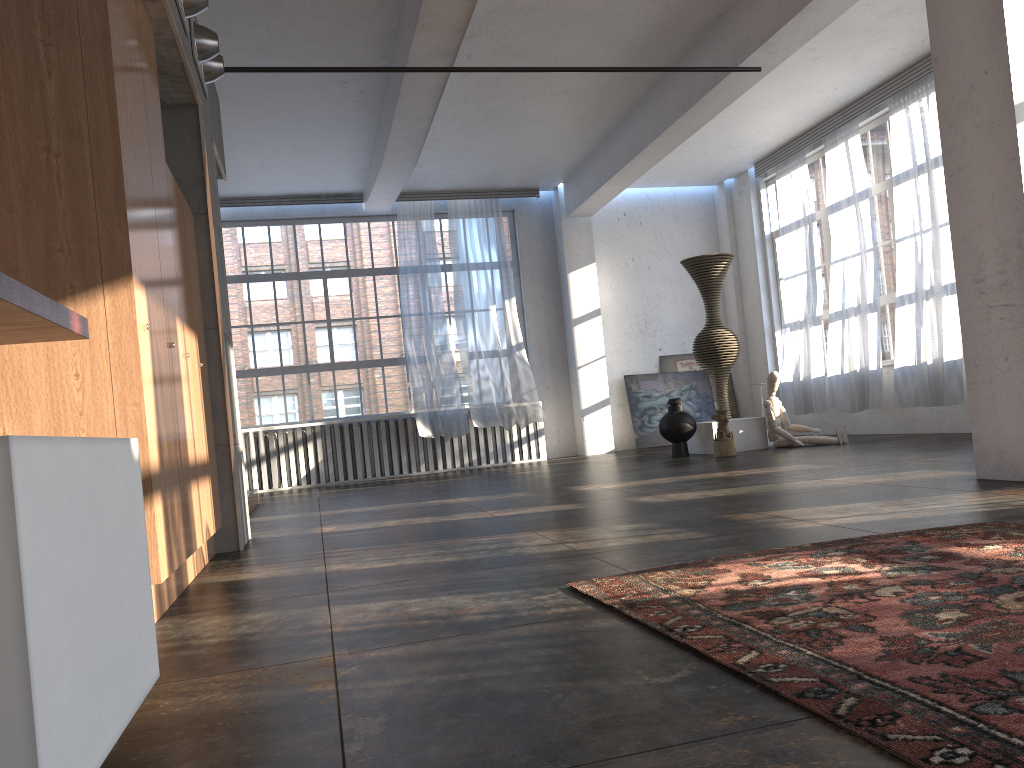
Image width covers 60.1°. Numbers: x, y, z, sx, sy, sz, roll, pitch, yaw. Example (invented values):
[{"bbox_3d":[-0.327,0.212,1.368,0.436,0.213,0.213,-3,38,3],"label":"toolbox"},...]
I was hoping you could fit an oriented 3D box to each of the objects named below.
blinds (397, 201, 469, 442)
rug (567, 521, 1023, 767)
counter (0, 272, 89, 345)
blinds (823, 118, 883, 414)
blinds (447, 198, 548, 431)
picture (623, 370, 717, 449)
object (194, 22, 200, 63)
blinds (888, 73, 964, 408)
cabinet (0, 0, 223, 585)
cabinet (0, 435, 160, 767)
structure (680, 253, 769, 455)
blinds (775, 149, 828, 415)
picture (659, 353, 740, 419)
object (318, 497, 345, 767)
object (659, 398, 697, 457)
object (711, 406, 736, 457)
[{"bbox_3d":[-1.162,-0.957,12.275,0.699,3.557,0.868,-5,-1,-15],"label":"blinds"},{"bbox_3d":[1.409,0.544,2.008,1.873,0.029,2.858,-5,-2,-14],"label":"rug"},{"bbox_3d":[-4.090,0.579,0.718,6.722,0.971,1.131,-5,-2,-15],"label":"counter"},{"bbox_3d":[4.126,-1.499,10.844,0.318,3.711,1.015,-5,-1,-14],"label":"blinds"},{"bbox_3d":[-0.257,-1.080,12.377,1.067,3.499,0.990,-5,-1,-14],"label":"blinds"},{"bbox_3d":[2.448,0.368,13.458,1.447,1.141,0.301,-5,-1,-17],"label":"picture"},{"bbox_3d":[-4.027,-0.005,3.096,0.146,0.209,0.059,-5,-1,-15],"label":"object"},{"bbox_3d":[4.409,-1.581,9.549,0.364,3.673,1.022,-5,-1,-14],"label":"blinds"},{"bbox_3d":[-5.573,-0.136,3.263,8.187,2.561,2.357,-5,-2,-15],"label":"cabinet"},{"bbox_3d":[-3.490,0.554,0.866,5.704,0.930,0.913,-5,-2,-15],"label":"cabinet"},{"bbox_3d":[2.456,-0.340,10.567,0.683,2.325,0.743,-5,-1,-14],"label":"structure"},{"bbox_3d":[3.854,-1.433,11.991,0.343,3.696,1.024,-5,-1,-16],"label":"blinds"},{"bbox_3d":[2.931,0.201,13.696,1.159,1.386,0.251,-5,-1,-15],"label":"picture"},{"bbox_3d":[-7.177,1.525,0.836,27.471,0.001,19.563,-5,-2,-14],"label":"object"},{"bbox_3d":[1.948,0.513,10.402,0.434,0.693,0.452,-7,-2,40],"label":"object"},{"bbox_3d":[2.297,0.547,9.603,0.237,0.600,0.222,-6,-1,14],"label":"object"}]
